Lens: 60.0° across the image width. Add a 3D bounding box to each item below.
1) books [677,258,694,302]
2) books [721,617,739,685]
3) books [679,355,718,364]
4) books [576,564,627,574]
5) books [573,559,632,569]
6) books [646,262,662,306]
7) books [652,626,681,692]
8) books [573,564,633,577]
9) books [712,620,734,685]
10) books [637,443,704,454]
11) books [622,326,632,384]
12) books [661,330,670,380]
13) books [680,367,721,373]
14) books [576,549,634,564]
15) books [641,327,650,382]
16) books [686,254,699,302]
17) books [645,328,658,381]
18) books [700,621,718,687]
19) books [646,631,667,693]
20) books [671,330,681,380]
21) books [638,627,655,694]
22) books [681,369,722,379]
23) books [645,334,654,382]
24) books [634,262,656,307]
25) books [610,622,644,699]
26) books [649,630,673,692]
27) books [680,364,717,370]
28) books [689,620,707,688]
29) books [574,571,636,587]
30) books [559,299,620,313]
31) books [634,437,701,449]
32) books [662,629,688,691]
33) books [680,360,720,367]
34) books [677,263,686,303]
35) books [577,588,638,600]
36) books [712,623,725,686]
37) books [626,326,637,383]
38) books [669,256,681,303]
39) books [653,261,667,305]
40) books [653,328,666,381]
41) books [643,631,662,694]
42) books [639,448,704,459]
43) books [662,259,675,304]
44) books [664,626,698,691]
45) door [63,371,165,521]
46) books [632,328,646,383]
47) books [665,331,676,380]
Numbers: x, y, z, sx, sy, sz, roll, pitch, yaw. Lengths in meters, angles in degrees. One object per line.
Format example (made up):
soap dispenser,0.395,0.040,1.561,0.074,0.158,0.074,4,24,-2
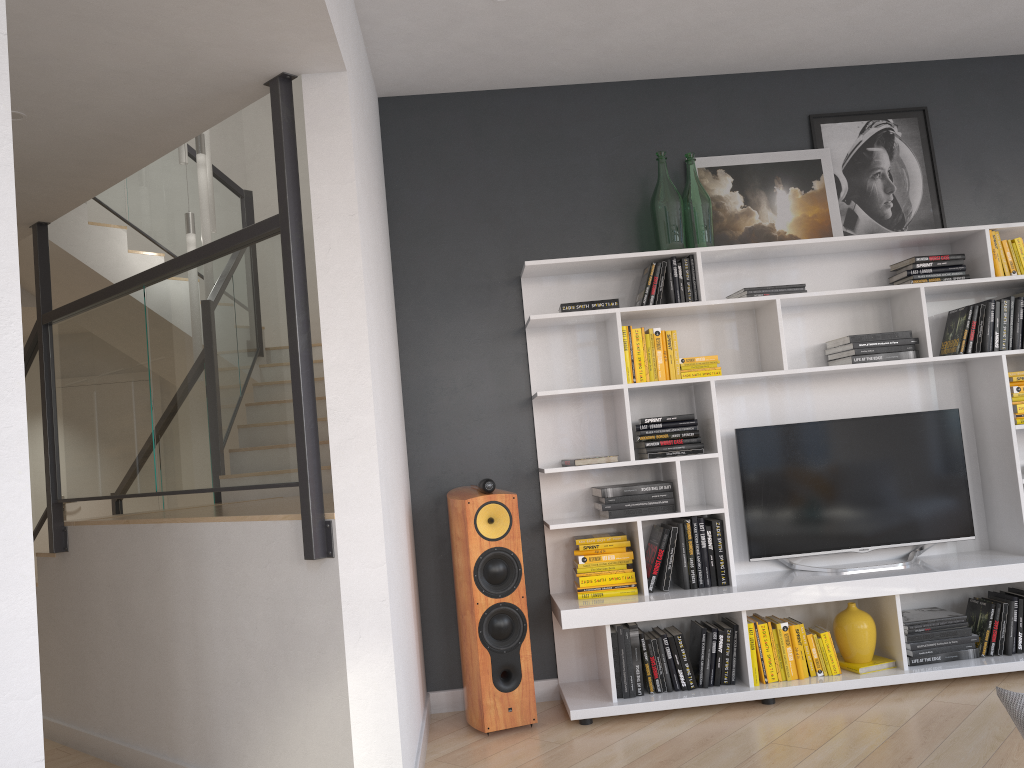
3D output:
books,0.818,-0.475,4.227,0.038,0.218,0.169,-5,-4,-3
books,0.983,1.208,4.029,0.066,0.260,0.197,-5,-4,-3
books,0.867,-0.109,4.211,0.186,0.026,0.138,-5,-4,-4
books,0.411,0.849,4.120,0.228,0.024,0.152,-5,-4,1
books,0.421,0.829,4.140,0.251,0.019,0.180,-5,-4,-3
books,0.663,-0.458,4.227,0.087,0.214,0.171,-5,-4,-3
books,0.695,1.236,3.999,0.066,0.255,0.193,-5,-4,-4
books,0.421,0.868,4.140,0.263,0.015,0.198,-5,-4,0
books,0.949,1.216,4.026,0.084,0.249,0.191,-5,-4,-3
books,0.742,0.302,4.157,0.270,0.025,0.189,-5,-4,-4
books,0.521,-0.125,4.182,0.029,0.270,0.204,-5,-4,-3
books,0.709,-0.125,4.205,0.023,0.239,0.169,-5,-4,-3
books,0.875,-0.061,4.199,0.196,0.011,0.148,-5,-4,-3
books,0.429,0.801,4.141,0.250,0.035,0.185,-5,-4,0
books,0.612,-0.127,4.203,0.015,0.263,0.199,-5,-4,-3
books,0.845,-0.484,4.222,0.019,0.230,0.174,-5,-4,-3
books,0.652,-0.126,4.202,0.019,0.251,0.180,-5,-4,-3
books,0.885,1.220,4.024,0.075,0.254,0.192,-5,-4,-4
books,0.645,1.249,3.992,0.049,0.236,0.170,-5,-4,-3
books,0.759,-0.127,4.208,0.024,0.234,0.172,-5,-4,-3
books,0.588,1.238,4.000,0.053,0.268,0.202,-5,-4,-4
books,0.877,-0.038,4.194,0.190,0.033,0.147,-5,-4,-3
books,0.633,-0.113,4.182,0.024,0.229,0.156,-5,-4,-4
books,0.631,-0.456,4.219,0.096,0.213,0.166,-5,-4,-5
books,0.496,1.224,4.001,0.128,0.321,0.259,-5,-4,-3
books,0.668,1.243,3.986,0.050,0.242,0.169,-5,-4,-4
books,0.870,-0.075,4.181,0.169,0.018,0.113,-5,-4,-2
books,0.839,1.221,4.024,0.066,0.260,0.197,-5,-4,-3
books,0.428,0.897,4.124,0.255,0.044,0.198,-5,-4,-3
books,0.360,-0.351,4.181,0.268,0.046,0.208,-5,-4,0
books,0.731,0.276,4.177,0.266,0.030,0.209,-5,-4,-5
books,0.726,1.238,3.993,0.066,0.242,0.177,-5,-4,-4
books,0.873,-0.090,4.197,0.187,0.014,0.134,-5,-4,-3
books,0.789,-0.464,4.223,0.021,0.200,0.147,-5,-4,-3
books,0.436,0.957,4.105,0.270,0.029,0.204,-5,-4,2
books,0.912,1.221,4.012,0.071,0.243,0.179,-5,-4,-5
books,0.547,-0.127,4.192,0.025,0.270,0.213,-5,-4,-3
books,0.763,-0.476,4.228,0.025,0.232,0.176,-5,-4,-3
books,0.692,-0.462,4.216,0.074,0.212,0.154,-5,-4,-4
books,0.679,-0.129,4.202,0.035,0.250,0.185,-5,-4,-3
books,0.621,1.251,3.997,0.053,0.240,0.189,-5,-4,-3
books,0.743,0.327,4.153,0.263,0.026,0.189,-5,-4,-5
books,0.740,-0.468,4.221,0.021,0.221,0.156,-5,-4,-3
books,0.760,1.231,3.999,0.083,0.249,0.191,-5,-4,-3
door,-3.347,0.989,7.348,0.974,2.136,0.085,-5,-4,-3
books,0.582,-0.122,4.199,0.044,0.255,0.198,-5,-4,-3
books,0.733,-0.125,4.203,0.024,0.234,0.172,-5,-4,-3
